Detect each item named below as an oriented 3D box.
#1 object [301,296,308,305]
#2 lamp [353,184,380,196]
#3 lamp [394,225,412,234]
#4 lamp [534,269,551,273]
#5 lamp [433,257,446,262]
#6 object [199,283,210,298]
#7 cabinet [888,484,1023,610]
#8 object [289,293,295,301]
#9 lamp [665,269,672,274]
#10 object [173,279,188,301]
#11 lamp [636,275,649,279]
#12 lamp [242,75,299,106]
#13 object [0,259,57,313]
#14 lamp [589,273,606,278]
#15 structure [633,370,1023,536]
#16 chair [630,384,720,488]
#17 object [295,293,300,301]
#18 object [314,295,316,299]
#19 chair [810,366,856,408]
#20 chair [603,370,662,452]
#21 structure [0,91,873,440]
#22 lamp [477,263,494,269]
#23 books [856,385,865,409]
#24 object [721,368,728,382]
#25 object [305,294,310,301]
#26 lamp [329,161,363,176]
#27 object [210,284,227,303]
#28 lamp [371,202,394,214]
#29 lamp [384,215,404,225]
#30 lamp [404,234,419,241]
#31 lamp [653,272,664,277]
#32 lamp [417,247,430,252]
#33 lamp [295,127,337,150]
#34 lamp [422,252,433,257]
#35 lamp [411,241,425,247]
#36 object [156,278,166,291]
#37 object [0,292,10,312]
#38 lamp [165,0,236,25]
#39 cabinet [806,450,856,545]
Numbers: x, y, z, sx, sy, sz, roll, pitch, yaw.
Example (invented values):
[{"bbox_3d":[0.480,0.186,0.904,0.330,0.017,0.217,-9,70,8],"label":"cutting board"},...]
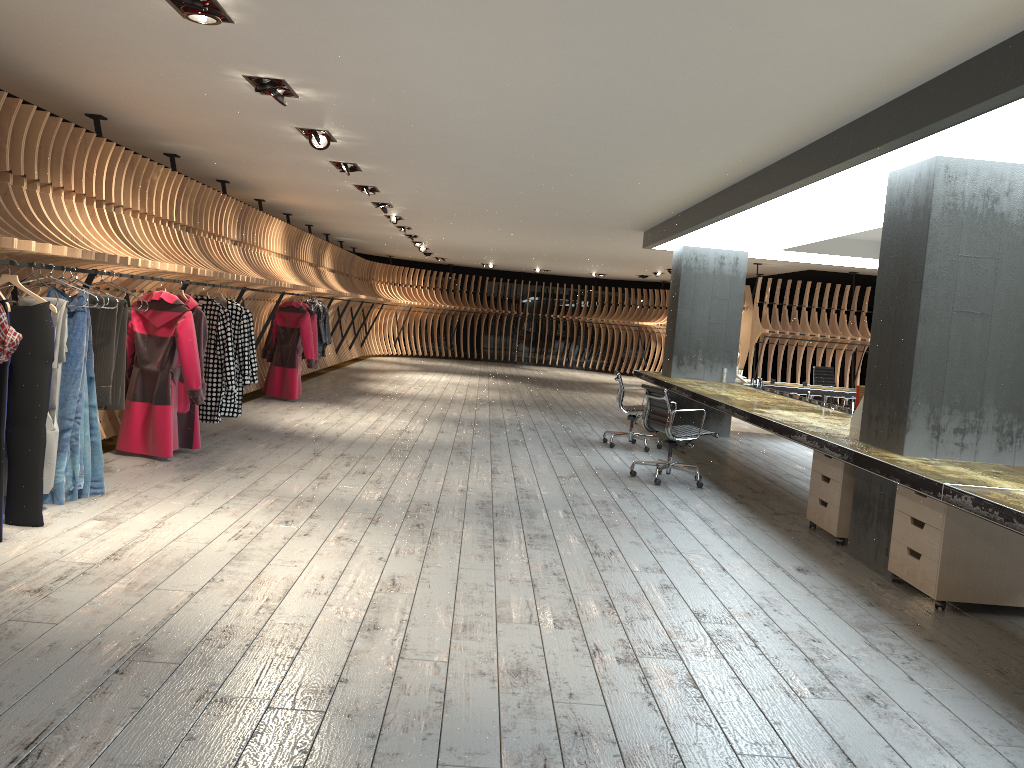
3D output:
[{"bbox_3d":[-2.955,-1.165,12.563,0.010,0.226,0.440,2,5,-42],"label":"object"},{"bbox_3d":[-1.757,-2.410,10.759,0.269,0.295,0.493,5,4,-2],"label":"lamp"},{"bbox_3d":[-1.896,-2.776,15.533,0.269,0.298,0.493,5,4,-2],"label":"lamp"},{"bbox_3d":[0.850,-3.234,24.845,0.493,0.291,0.269,5,4,3],"label":"lamp"},{"bbox_3d":[-1.898,-3.377,23.458,0.269,0.279,0.492,8,5,39],"label":"lamp"},{"bbox_3d":[-2.832,-0.797,8.136,0.525,0.270,0.012,6,4,18],"label":"object"},{"bbox_3d":[2.839,0.928,5.030,1.131,0.630,0.594,5,4,-2],"label":"cabinet"},{"bbox_3d":[-2.947,-1.088,11.882,0.525,0.270,0.012,7,4,28],"label":"object"},{"bbox_3d":[3.649,-2.643,20.211,0.269,0.295,0.493,5,4,-2],"label":"lamp"},{"bbox_3d":[-2.778,-0.737,7.401,0.525,0.270,0.012,7,4,28],"label":"object"},{"bbox_3d":[3.480,-2.896,23.386,0.269,0.293,0.493,4,4,-19],"label":"lamp"},{"bbox_3d":[-1.618,-2.048,5.984,0.269,0.284,0.493,5,4,-2],"label":"lamp"},{"bbox_3d":[-2.727,-0.542,4.808,0.525,0.270,0.012,5,3,-2],"label":"object"},{"bbox_3d":[2.378,-3.072,24.477,0.493,0.294,0.269,7,4,25],"label":"lamp"},{"bbox_3d":[4.449,0.990,4.635,4.835,0.843,18.496,5,4,-2],"label":"structure"},{"bbox_3d":[1.514,0.464,8.161,0.667,0.858,0.694,3,4,-26],"label":"chair"},{"bbox_3d":[-2.962,-1.100,12.156,0.523,0.290,0.015,6,3,8],"label":"object"},{"bbox_3d":[-2.996,-1.218,13.371,0.438,0.243,0.010,5,3,-2],"label":"object"},{"bbox_3d":[5.050,0.263,13.883,0.665,1.022,0.700,4,4,-21],"label":"chair"},{"bbox_3d":[1.447,0.304,10.234,0.667,0.858,0.694,5,4,-6],"label":"chair"},{"bbox_3d":[3.753,-0.237,8.625,14.881,2.437,36.595,5,4,-2],"label":"structure"},{"bbox_3d":[-0.679,-3.338,24.456,0.492,0.292,0.270,3,4,-28],"label":"lamp"},{"bbox_3d":[2.406,0.198,6.069,0.048,0.367,0.215,5,4,-2],"label":"books"},{"bbox_3d":[2.865,-0.119,11.962,0.079,0.188,0.079,6,4,13],"label":"object"},{"bbox_3d":[-2.963,-1.183,12.799,0.440,0.226,0.010,4,3,-12],"label":"object"},{"bbox_3d":[-1.711,-2.288,9.167,0.269,0.294,0.493,5,4,-2],"label":"lamp"},{"bbox_3d":[-2.814,-0.820,8.462,0.525,0.270,0.012,5,3,-2],"label":"object"},{"bbox_3d":[-1.803,-2.533,12.350,0.269,0.293,0.493,5,4,-2],"label":"lamp"},{"bbox_3d":[-1.850,-2.652,13.942,0.269,0.301,0.493,5,4,-2],"label":"lamp"},{"bbox_3d":[-1.942,-2.900,17.124,0.269,0.295,0.493,5,4,-2],"label":"lamp"},{"bbox_3d":[3.603,-2.767,21.803,0.269,0.292,0.493,5,4,-2],"label":"lamp"},{"bbox_3d":[-2.035,-3.148,20.307,0.269,0.291,0.493,5,4,-2],"label":"lamp"},{"bbox_3d":[-1.664,-2.167,7.576,0.269,0.291,0.493,5,4,-2],"label":"lamp"},{"bbox_3d":[-2.081,-3.274,21.898,0.269,0.283,0.493,5,4,-2],"label":"lamp"},{"bbox_3d":[-1.988,-3.024,18.716,0.269,0.292,0.493,5,4,-2],"label":"lamp"},{"bbox_3d":[-2.804,-0.715,7.078,0.525,0.270,0.012,6,4,18],"label":"object"},{"bbox_3d":[-2.712,-0.525,4.595,0.526,0.270,0.012,8,5,38],"label":"object"},{"bbox_3d":[-1.572,-1.919,4.393,0.269,0.295,0.493,5,4,-2],"label":"lamp"},{"bbox_3d":[2.799,0.824,6.380,1.131,0.630,0.594,5,4,-2],"label":"cabinet"}]
